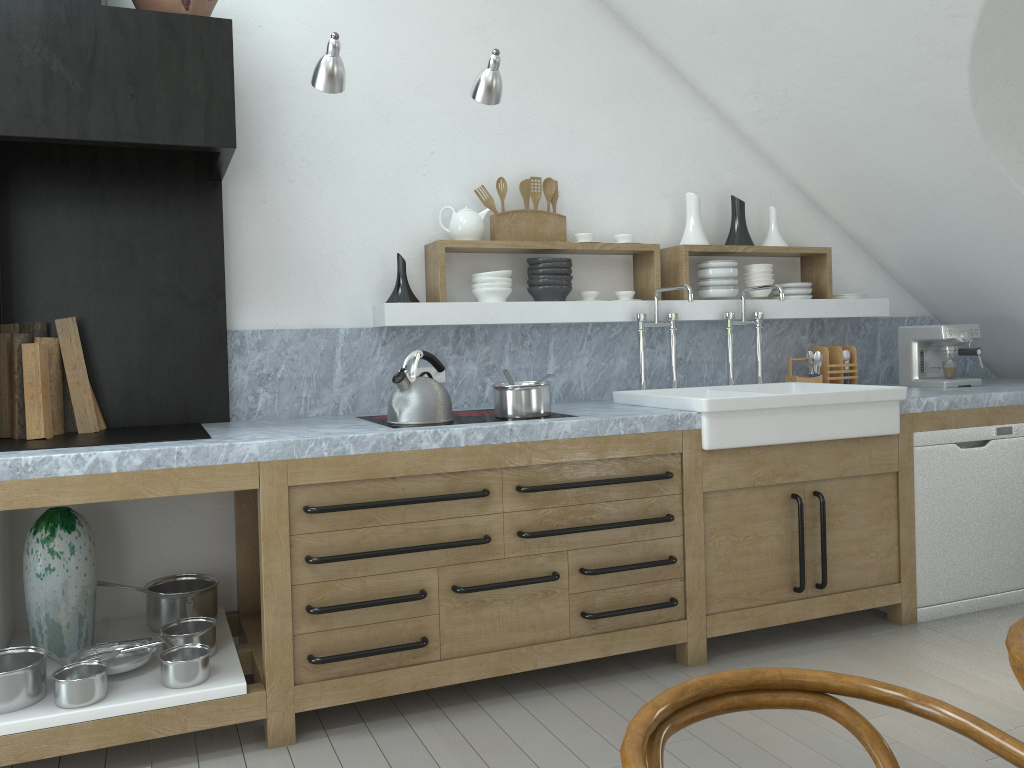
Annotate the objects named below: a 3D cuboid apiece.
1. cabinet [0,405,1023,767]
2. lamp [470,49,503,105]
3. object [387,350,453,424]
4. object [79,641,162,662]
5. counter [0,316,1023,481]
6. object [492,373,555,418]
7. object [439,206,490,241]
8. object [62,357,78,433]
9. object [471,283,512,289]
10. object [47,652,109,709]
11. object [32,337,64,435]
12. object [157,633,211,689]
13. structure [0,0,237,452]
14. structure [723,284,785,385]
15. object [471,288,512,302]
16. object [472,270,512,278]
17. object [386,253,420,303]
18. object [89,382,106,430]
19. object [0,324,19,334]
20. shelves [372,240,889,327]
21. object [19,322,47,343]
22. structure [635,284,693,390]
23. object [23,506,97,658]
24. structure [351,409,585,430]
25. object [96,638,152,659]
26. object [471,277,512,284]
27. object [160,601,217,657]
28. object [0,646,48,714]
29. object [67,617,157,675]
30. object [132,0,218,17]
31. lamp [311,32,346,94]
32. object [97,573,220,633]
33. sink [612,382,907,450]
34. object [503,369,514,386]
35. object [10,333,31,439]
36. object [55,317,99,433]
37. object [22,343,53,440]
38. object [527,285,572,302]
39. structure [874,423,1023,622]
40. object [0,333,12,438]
[{"bbox_3d":[-0.025,0.693,3.560,6.430,1.021,1.004,-3,2,-22],"label":"cabinet"},{"bbox_3d":[-0.075,-1.076,3.143,0.112,0.176,0.169,-2,2,-30],"label":"lamp"},{"bbox_3d":[-0.344,0.007,3.290,0.246,0.267,0.246,-2,2,-12],"label":"object"},{"bbox_3d":[-1.270,0.874,2.879,0.247,0.045,0.041,-3,2,-24],"label":"object"},{"bbox_3d":[0.011,-0.130,3.597,6.577,0.619,0.962,-3,2,-22],"label":"counter"},{"bbox_3d":[0.099,0.051,3.479,0.395,0.170,0.232,-4,3,-42],"label":"object"},{"bbox_3d":[-0.208,-0.704,3.910,0.168,0.169,0.174,-3,2,-39],"label":"object"},{"bbox_3d":[-1.650,0.048,3.265,0.110,0.296,0.105,-1,1,43],"label":"object"},{"bbox_3d":[-0.090,-0.411,3.928,0.181,0.065,0.181,-1,2,15],"label":"object"},{"bbox_3d":[-1.313,0.889,2.686,0.153,0.113,0.261,-3,3,-33],"label":"object"},{"bbox_3d":[-1.644,0.018,3.130,0.072,0.366,0.130,-2,1,-4],"label":"object"},{"bbox_3d":[-1.041,0.875,2.821,0.153,0.113,0.261,-2,2,-23],"label":"object"},{"bbox_3d":[-1.540,-0.756,3.055,1.076,1.884,0.780,-2,1,-22],"label":"structure"},{"bbox_3d":[1.199,-0.200,4.209,0.214,0.529,0.332,-3,2,-42],"label":"structure"},{"bbox_3d":[-0.089,-0.389,3.929,0.181,0.063,0.181,-2,2,0],"label":"object"},{"bbox_3d":[-0.088,-0.464,3.929,0.180,0.076,0.181,-1,2,15],"label":"object"},{"bbox_3d":[-0.471,-0.451,3.793,0.156,0.218,0.156,-3,2,-41],"label":"object"},{"bbox_3d":[-1.568,0.055,3.278,0.113,0.251,0.057,-2,1,-19],"label":"object"},{"bbox_3d":[-1.806,-0.005,3.207,0.068,0.425,0.088,-2,1,-8],"label":"object"},{"bbox_3d":[-0.568,-0.916,3.598,5.552,1.361,0.480,-3,1,-28],"label":"shelves"},{"bbox_3d":[-1.735,0.004,3.226,0.089,0.458,0.110,-2,1,-22],"label":"object"},{"bbox_3d":[0.748,-0.178,4.023,0.214,0.529,0.332,-3,2,-42],"label":"structure"},{"bbox_3d":[-1.579,0.683,3.103,0.231,0.498,0.231,-1,1,19],"label":"object"},{"bbox_3d":[-0.191,0.148,3.440,0.737,0.041,0.647,-3,3,-22],"label":"structure"},{"bbox_3d":[-1.291,0.875,2.950,0.170,0.035,0.061,-3,2,-22],"label":"object"},{"bbox_3d":[-0.089,-0.435,3.929,0.181,0.069,0.181,-2,2,-5],"label":"object"},{"bbox_3d":[-1.089,0.858,3.059,0.182,0.133,0.309,-2,2,2],"label":"object"},{"bbox_3d":[-1.548,0.875,2.706,0.223,0.164,0.378,-3,3,-33],"label":"object"},{"bbox_3d":[-1.375,0.878,2.947,0.508,0.052,0.263,1,3,44],"label":"object"},{"bbox_3d":[-1.170,-1.323,3.040,0.348,0.236,0.366,-2,2,-5],"label":"object"},{"bbox_3d":[-0.611,-1.047,2.926,0.115,0.178,0.164,-2,2,-4],"label":"lamp"},{"bbox_3d":[-1.338,0.822,3.376,0.455,0.197,0.268,-1,2,12],"label":"object"},{"bbox_3d":[1.055,0.123,3.846,1.021,0.202,0.727,-3,3,-22],"label":"sink"},{"bbox_3d":[0.011,0.027,3.479,0.051,0.167,0.236,-2,2,-27],"label":"object"},{"bbox_3d":[-1.695,0.010,3.061,0.068,0.367,0.131,-2,1,-8],"label":"object"},{"bbox_3d":[-1.560,-0.030,3.196,0.148,0.427,0.078,-1,1,13],"label":"object"},{"bbox_3d":[-1.613,0.027,3.013,0.081,0.336,0.148,-2,1,-32],"label":"object"},{"bbox_3d":[0.172,-0.406,4.037,0.206,0.072,0.205,-3,3,-35],"label":"object"},{"bbox_3d":[1.935,0.593,4.193,0.724,0.822,0.599,-2,2,-22],"label":"structure"},{"bbox_3d":[-1.753,0.006,3.052,0.057,0.359,0.075,-2,1,-8],"label":"object"}]
